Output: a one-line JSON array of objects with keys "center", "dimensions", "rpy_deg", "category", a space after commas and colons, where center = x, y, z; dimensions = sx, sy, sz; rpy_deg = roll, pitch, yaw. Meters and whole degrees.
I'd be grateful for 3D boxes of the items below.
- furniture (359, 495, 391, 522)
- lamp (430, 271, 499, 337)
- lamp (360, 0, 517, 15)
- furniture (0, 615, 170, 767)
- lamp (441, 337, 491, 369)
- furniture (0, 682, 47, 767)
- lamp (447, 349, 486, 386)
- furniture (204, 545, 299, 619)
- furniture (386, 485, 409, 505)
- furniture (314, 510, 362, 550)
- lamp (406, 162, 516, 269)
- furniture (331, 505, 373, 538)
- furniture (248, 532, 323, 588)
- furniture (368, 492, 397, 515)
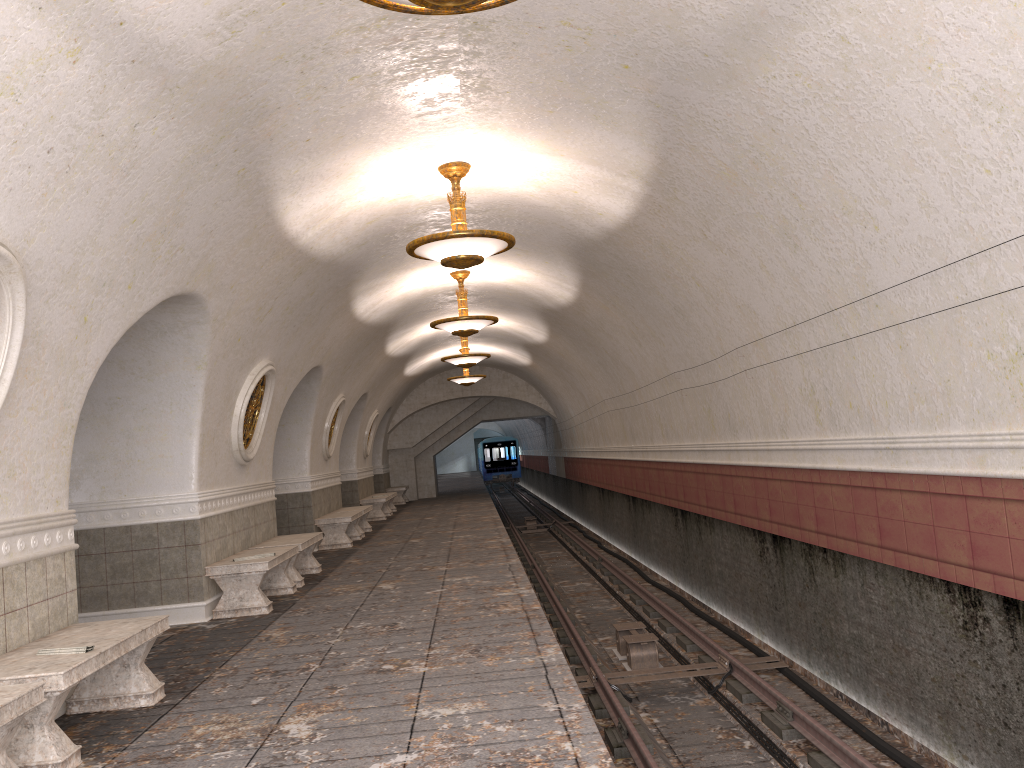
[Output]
[{"center": [-3.231, 2.965, 21.195], "dimensions": [0.613, 0.508, 1.509], "rpy_deg": [-5, -4, -3], "category": "furniture"}, {"center": [-0.720, -1.155, 12.976], "dimensions": [1.008, 0.955, 1.008], "rpy_deg": [-6, -4, 13], "category": "lamp"}, {"center": [-0.262, -1.900, 3.323], "dimensions": [1.008, 0.955, 1.008], "rpy_deg": [-4, -4, -19], "category": "lamp"}, {"center": [-2.461, 1.710, 4.951], "dimensions": [0.613, 0.508, 1.509], "rpy_deg": [-5, -4, -3], "category": "furniture"}, {"center": [-0.948, -0.783, 17.785], "dimensions": [1.008, 0.955, 1.008], "rpy_deg": [-6, -4, 13], "category": "lamp"}, {"center": [-2.382, 1.581, 3.276], "dimensions": [0.613, 0.508, 1.509], "rpy_deg": [-5, -4, -3], "category": "furniture"}, {"center": [-1.176, -0.412, 22.595], "dimensions": [1.008, 0.955, 1.008], "rpy_deg": [-9, -6, 43], "category": "lamp"}, {"center": [-2.665, 2.043, 9.260], "dimensions": [0.613, 0.508, 1.509], "rpy_deg": [-5, -4, -3], "category": "furniture"}, {"center": [-3.528, 3.450, 27.472], "dimensions": [0.613, 0.508, 1.509], "rpy_deg": [-5, -4, -3], "category": "furniture"}, {"center": [-2.950, 2.506, 15.257], "dimensions": [0.613, 0.508, 1.509], "rpy_deg": [-5, -4, -3], "category": "furniture"}, {"center": [-0.492, -1.526, 8.166], "dimensions": [1.008, 0.955, 1.008], "rpy_deg": [-4, -4, -19], "category": "lamp"}, {"center": [-3.029, 2.635, 16.931], "dimensions": [0.613, 0.508, 1.509], "rpy_deg": [-5, -4, -3], "category": "furniture"}, {"center": [-2.745, 2.172, 10.935], "dimensions": [0.613, 0.508, 1.509], "rpy_deg": [-5, -4, -3], "category": "furniture"}, {"center": [-3.310, 3.094, 22.869], "dimensions": [0.613, 0.508, 1.509], "rpy_deg": [-5, -4, -3], "category": "furniture"}]
